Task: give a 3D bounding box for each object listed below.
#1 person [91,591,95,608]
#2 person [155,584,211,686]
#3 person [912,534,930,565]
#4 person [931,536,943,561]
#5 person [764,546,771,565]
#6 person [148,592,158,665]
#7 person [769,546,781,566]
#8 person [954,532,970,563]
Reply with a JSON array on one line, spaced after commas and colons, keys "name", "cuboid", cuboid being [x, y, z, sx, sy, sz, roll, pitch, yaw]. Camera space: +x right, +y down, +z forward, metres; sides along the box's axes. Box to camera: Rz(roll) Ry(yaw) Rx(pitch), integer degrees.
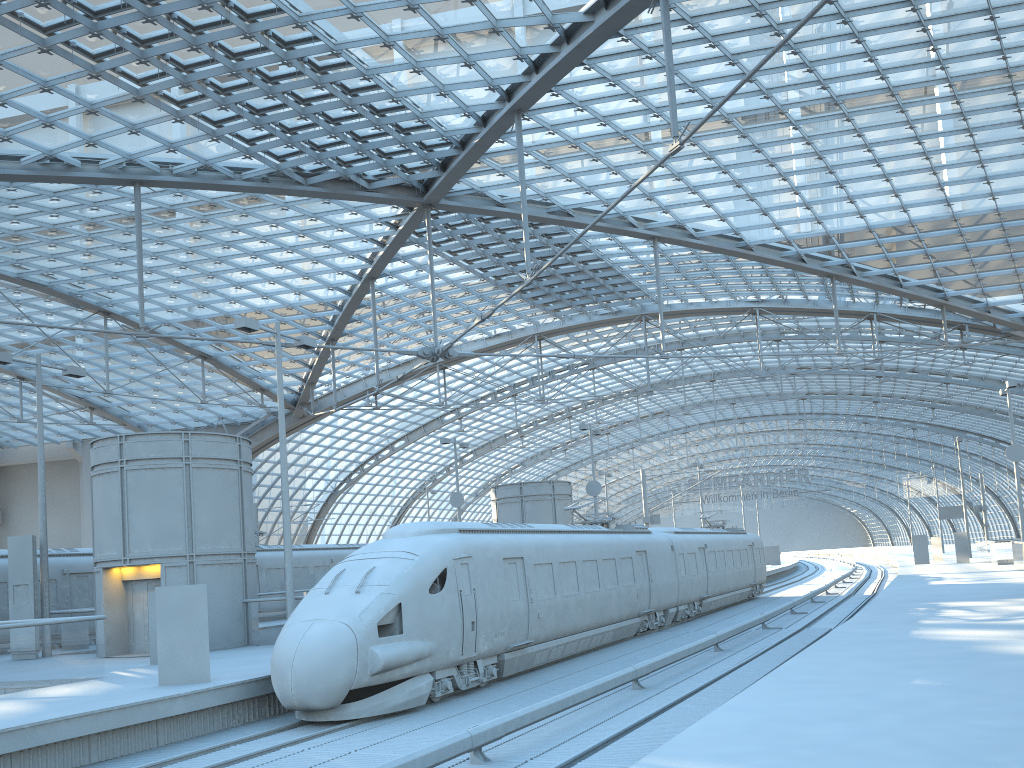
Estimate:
[{"name": "person", "cuboid": [-12.443, 7.190, 26.926, 0.827, 1.717, 0.001, -4, -4, -1]}, {"name": "person", "cuboid": [-5.566, 4.271, 14.910, 0.875, 1.690, 0.001, -4, -4, -1]}, {"name": "person", "cuboid": [24.346, 9.863, 52.227, 0.001, 1.783, 0.911, 0, -7, -40]}, {"name": "person", "cuboid": [27.432, 10.656, 56.684, 0.001, 1.597, 0.818, -2, -6, -20]}, {"name": "person", "cuboid": [23.284, 15.479, 79.193, 0.880, 1.690, 0.001, -6, -5, 25]}, {"name": "person", "cuboid": [-7.493, 5.280, 18.995, 0.711, 1.598, 0.001, -4, -4, 4]}, {"name": "person", "cuboid": [22.648, 14.797, 75.574, 0.832, 1.717, 0.001, -6, -5, 25]}, {"name": "person", "cuboid": [25.516, 9.318, 49.960, 0.068, 1.792, 0.791, -1, -6, -33]}]
